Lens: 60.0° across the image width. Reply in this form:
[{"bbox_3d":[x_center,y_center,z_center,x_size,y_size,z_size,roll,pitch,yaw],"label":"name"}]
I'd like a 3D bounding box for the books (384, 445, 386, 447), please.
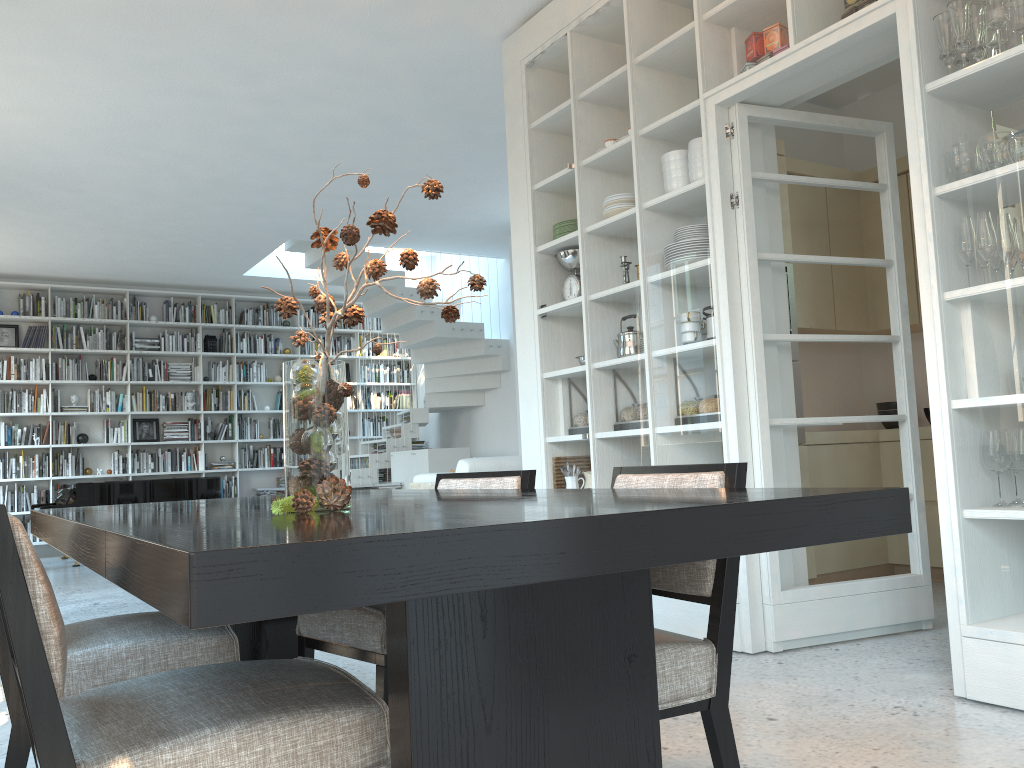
[{"bbox_3d":[-1.479,0.760,10.891,0.168,0.014,0.212,-2,-5,-12],"label":"books"}]

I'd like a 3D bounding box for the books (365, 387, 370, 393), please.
[{"bbox_3d":[-2.014,0.212,12.399,0.012,0.321,0.141,0,-5,-32],"label":"books"}]

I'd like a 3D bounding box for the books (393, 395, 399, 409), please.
[{"bbox_3d":[-1.678,0.268,12.584,0.088,0.217,0.167,0,-5,-32],"label":"books"}]

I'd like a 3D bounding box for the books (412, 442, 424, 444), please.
[{"bbox_3d":[-1.346,0.821,12.240,0.232,0.025,0.123,1,-6,-35],"label":"books"}]

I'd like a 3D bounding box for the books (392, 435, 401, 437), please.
[{"bbox_3d":[-1.355,0.640,10.961,0.254,0.007,0.189,-2,-5,-4],"label":"books"}]

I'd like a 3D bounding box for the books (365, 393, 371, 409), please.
[{"bbox_3d":[-2.017,0.249,12.372,0.022,0.243,0.171,0,-5,-32],"label":"books"}]

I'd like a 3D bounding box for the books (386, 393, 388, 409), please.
[{"bbox_3d":[-1.794,0.251,12.540,0.025,0.248,0.134,0,-5,-32],"label":"books"}]

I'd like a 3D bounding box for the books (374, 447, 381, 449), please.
[{"bbox_3d":[-1.661,0.819,11.364,0.140,0.022,0.181,1,-7,-38],"label":"books"}]

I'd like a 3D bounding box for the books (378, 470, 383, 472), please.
[{"bbox_3d":[-1.984,1.216,12.298,0.354,0.017,0.198,0,-6,-27],"label":"books"}]

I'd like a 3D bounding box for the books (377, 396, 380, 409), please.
[{"bbox_3d":[-1.897,0.277,12.441,0.023,0.189,0.169,0,-6,-32],"label":"books"}]

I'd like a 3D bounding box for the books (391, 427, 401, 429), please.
[{"bbox_3d":[-1.359,0.545,10.952,0.234,0.025,0.157,-3,-5,5],"label":"books"}]

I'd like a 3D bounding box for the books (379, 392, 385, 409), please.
[{"bbox_3d":[-1.841,0.244,12.498,0.029,0.259,0.171,0,-5,-32],"label":"books"}]

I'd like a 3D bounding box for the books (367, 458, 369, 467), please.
[{"bbox_3d":[-1.661,0.945,10.598,0.125,0.123,0.036,0,-5,-32],"label":"books"}]

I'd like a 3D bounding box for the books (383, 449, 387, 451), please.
[{"bbox_3d":[-1.488,0.811,10.884,0.172,0.019,0.240,-2,-5,-7],"label":"books"}]

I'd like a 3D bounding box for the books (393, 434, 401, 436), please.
[{"bbox_3d":[-1.355,0.630,10.948,0.222,0.011,0.180,-3,-5,-1],"label":"books"}]

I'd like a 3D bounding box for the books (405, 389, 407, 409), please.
[{"bbox_3d":[-1.545,0.227,12.668,0.018,0.293,0.169,0,-5,-32],"label":"books"}]

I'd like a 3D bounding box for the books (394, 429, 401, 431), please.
[{"bbox_3d":[-1.358,0.571,10.957,0.184,0.016,0.179,-2,-5,-3],"label":"books"}]

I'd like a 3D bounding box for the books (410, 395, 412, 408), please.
[{"bbox_3d":[-1.480,0.227,12.701,0.018,0.293,0.169,0,-5,-32],"label":"books"}]

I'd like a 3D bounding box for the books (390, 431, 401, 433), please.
[{"bbox_3d":[-1.357,0.588,10.938,0.295,0.007,0.146,-3,-5,-1],"label":"books"}]

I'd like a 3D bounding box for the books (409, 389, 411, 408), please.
[{"bbox_3d":[-1.501,0.228,12.701,0.018,0.293,0.169,0,-5,-32],"label":"books"}]

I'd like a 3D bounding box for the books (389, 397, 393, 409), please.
[{"bbox_3d":[-1.739,0.281,12.526,0.024,0.181,0.191,0,-6,-32],"label":"books"}]

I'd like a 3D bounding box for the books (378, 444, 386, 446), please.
[{"bbox_3d":[-1.560,0.761,11.169,0.177,0.014,0.194,1,-6,-37],"label":"books"}]

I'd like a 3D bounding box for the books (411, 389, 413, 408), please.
[{"bbox_3d":[-1.471,0.228,12.720,0.018,0.293,0.169,0,-5,-32],"label":"books"}]

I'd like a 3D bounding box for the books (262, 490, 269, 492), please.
[{"bbox_3d":[-3.042,1.350,11.216,0.171,0.020,0.193,1,-6,-37],"label":"books"}]

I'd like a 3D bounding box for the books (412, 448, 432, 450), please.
[{"bbox_3d":[-1.236,0.895,12.054,0.267,0.026,0.161,0,-6,-27],"label":"books"}]

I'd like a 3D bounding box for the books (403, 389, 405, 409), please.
[{"bbox_3d":[-1.579,0.227,12.653,0.018,0.293,0.169,0,-5,-32],"label":"books"}]

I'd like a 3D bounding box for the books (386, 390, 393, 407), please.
[{"bbox_3d":[-1.735,0.235,12.566,0.026,0.277,0.170,0,-5,-32],"label":"books"}]

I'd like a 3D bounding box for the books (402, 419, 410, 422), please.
[{"bbox_3d":[-1.283,0.461,11.252,0.191,0.014,0.244,-1,-5,-19],"label":"books"}]

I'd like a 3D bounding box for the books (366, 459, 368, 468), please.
[{"bbox_3d":[-1.682,0.949,10.632,0.125,0.123,0.035,0,-5,-32],"label":"books"}]

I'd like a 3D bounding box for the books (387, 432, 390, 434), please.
[{"bbox_3d":[-1.497,0.627,11.466,0.149,0.017,0.240,1,-6,-34],"label":"books"}]

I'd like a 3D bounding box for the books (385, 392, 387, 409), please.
[{"bbox_3d":[-1.808,0.247,12.527,0.012,0.254,0.161,0,-5,-32],"label":"books"}]

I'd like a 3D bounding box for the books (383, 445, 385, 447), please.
[{"bbox_3d":[-1.538,0.777,11.181,0.133,0.017,0.178,0,-6,-28],"label":"books"}]

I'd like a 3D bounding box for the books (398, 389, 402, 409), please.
[{"bbox_3d":[-1.615,0.227,12.630,0.033,0.293,0.169,0,-5,-32],"label":"books"}]

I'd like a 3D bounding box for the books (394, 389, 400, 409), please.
[{"bbox_3d":[-1.647,0.229,12.610,0.072,0.291,0.169,0,-5,-32],"label":"books"}]

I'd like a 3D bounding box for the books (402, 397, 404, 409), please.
[{"bbox_3d":[-1.587,0.226,12.631,0.018,0.293,0.169,0,-5,-32],"label":"books"}]

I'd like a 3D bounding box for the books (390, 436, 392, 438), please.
[{"bbox_3d":[-1.421,0.663,11.188,0.200,0.014,0.177,0,-6,-27],"label":"books"}]

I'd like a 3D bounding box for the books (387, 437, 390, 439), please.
[{"bbox_3d":[-1.489,0.694,11.463,0.136,0.017,0.289,1,-6,-34],"label":"books"}]

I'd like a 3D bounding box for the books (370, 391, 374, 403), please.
[{"bbox_3d":[-1.971,0.239,12.413,0.022,0.265,0.157,0,-5,-32],"label":"books"}]

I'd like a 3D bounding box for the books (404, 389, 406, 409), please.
[{"bbox_3d":[-1.563,0.227,12.662,0.018,0.293,0.169,0,-5,-32],"label":"books"}]

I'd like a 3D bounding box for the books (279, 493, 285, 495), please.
[{"bbox_3d":[-2.731,1.325,10.712,0.187,0.009,0.261,1,-6,-33],"label":"books"}]

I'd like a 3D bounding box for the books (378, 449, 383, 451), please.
[{"bbox_3d":[-1.557,0.826,11.164,0.184,0.013,0.225,1,-6,-34],"label":"books"}]

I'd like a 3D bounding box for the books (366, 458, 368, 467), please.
[{"bbox_3d":[-1.678,0.948,10.625,0.125,0.123,0.036,0,-5,-32],"label":"books"}]

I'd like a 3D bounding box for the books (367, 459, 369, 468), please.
[{"bbox_3d":[-1.665,0.945,10.605,0.125,0.123,0.035,0,-5,-32],"label":"books"}]

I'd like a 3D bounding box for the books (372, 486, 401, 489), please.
[{"bbox_3d":[-1.443,1.188,10.183,0.285,0.013,0.181,1,-6,-37],"label":"books"}]

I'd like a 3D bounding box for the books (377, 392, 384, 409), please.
[{"bbox_3d":[-1.857,0.249,12.475,0.022,0.247,0.181,0,-5,-32],"label":"books"}]

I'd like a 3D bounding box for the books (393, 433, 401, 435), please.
[{"bbox_3d":[-1.356,0.616,10.936,0.214,0.014,0.138,-2,-5,-4],"label":"books"}]

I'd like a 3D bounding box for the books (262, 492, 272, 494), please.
[{"bbox_3d":[-3.033,1.376,11.219,0.163,0.018,0.290,1,-6,-33],"label":"books"}]

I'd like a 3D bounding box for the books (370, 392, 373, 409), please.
[{"bbox_3d":[-1.985,0.248,12.390,0.026,0.245,0.181,0,-5,-32],"label":"books"}]

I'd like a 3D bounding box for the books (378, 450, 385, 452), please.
[{"bbox_3d":[-1.555,0.840,11.163,0.175,0.016,0.207,1,-6,-37],"label":"books"}]

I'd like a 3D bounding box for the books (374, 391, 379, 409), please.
[{"bbox_3d":[-1.932,0.240,12.423,0.056,0.261,0.176,0,-5,-32],"label":"books"}]

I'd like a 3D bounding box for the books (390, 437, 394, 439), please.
[{"bbox_3d":[-1.435,0.680,11.213,0.184,0.016,0.128,0,-6,-24],"label":"books"}]

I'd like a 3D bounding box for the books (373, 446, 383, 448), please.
[{"bbox_3d":[-1.667,0.804,11.362,0.159,0.009,0.208,1,-6,-36],"label":"books"}]

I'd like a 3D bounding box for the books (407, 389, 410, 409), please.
[{"bbox_3d":[-1.514,0.227,12.687,0.018,0.293,0.169,0,-5,-32],"label":"books"}]

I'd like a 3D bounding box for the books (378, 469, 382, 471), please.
[{"bbox_3d":[-1.986,1.199,12.302,0.315,0.018,0.200,1,-6,-36],"label":"books"}]

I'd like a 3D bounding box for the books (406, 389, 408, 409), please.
[{"bbox_3d":[-1.532,0.228,12.681,0.018,0.293,0.169,0,-5,-32],"label":"books"}]

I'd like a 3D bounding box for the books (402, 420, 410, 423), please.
[{"bbox_3d":[-1.282,0.475,11.252,0.182,0.013,0.287,-1,-5,-18],"label":"books"}]

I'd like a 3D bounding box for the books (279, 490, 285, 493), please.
[{"bbox_3d":[-2.720,1.294,10.722,0.139,0.028,0.262,0,-6,-27],"label":"books"}]
